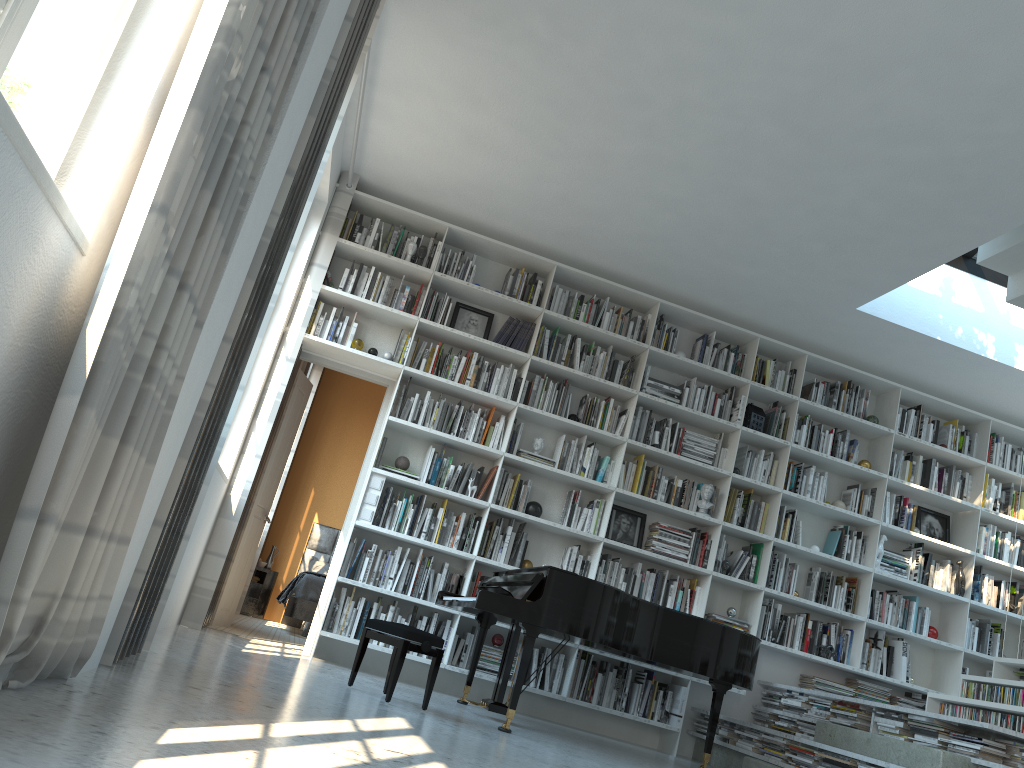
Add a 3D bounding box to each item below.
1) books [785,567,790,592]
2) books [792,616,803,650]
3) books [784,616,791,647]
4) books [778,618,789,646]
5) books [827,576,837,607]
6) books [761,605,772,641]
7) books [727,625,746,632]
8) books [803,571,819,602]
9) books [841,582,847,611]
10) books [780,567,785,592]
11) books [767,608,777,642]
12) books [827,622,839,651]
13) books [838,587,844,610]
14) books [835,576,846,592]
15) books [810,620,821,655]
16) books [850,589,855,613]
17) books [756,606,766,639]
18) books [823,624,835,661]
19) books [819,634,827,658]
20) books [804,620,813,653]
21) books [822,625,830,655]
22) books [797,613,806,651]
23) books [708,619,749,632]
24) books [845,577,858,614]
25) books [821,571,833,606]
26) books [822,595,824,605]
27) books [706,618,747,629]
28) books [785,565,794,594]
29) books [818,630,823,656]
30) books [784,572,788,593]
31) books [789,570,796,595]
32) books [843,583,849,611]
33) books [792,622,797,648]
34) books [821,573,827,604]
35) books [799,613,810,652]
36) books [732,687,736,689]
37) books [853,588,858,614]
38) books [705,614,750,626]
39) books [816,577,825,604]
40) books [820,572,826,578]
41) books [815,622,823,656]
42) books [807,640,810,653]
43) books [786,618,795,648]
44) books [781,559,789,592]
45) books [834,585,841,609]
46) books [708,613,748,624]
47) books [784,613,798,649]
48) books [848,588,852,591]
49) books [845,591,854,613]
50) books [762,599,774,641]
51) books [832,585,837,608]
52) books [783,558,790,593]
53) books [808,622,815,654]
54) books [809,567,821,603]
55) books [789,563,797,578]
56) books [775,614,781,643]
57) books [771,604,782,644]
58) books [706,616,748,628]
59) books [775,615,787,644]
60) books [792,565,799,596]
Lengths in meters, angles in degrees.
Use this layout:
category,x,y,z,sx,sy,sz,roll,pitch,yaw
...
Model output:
category,x,y,z,sx,sy,sz,roll,pitch,yaw
books,2.030,1.484,6.659,0.008,0.222,0.134,18,-16,-9
books,2.077,1.849,6.570,0.025,0.252,0.182,18,-16,-9
books,1.998,1.837,6.572,0.029,0.234,0.142,18,-16,-9
books,1.980,1.837,6.556,0.011,0.216,0.176,18,-16,-9
books,2.372,1.575,6.696,0.018,0.250,0.184,18,-16,-9
books,1.830,1.759,6.519,0.023,0.261,0.187,18,-16,-9
books,1.544,1.756,6.413,0.254,0.012,0.161,17,-16,-3
books,2.258,1.543,6.697,0.019,0.251,0.130,18,-16,-9
books,2.462,1.617,6.716,0.018,0.229,0.182,18,-16,-9
books,1.980,1.476,6.644,0.013,0.202,0.167,18,-16,-9
books,1.873,1.777,6.528,0.023,0.255,0.178,18,-16,-9
books,2.381,1.932,6.639,0.013,0.293,0.135,18,-16,-9
books,2.434,1.631,6.704,0.019,0.182,0.191,18,-16,-9
books,2.456,1.593,6.721,0.006,0.273,0.173,18,-16,-9
books,2.219,1.891,6.599,0.026,0.261,0.174,18,-16,-9
books,2.536,1.656,6.731,0.013,0.203,0.159,18,-16,-9
books,1.808,1.762,6.534,0.012,0.253,0.161,18,-16,-9
books,2.341,1.930,6.620,0.070,0.265,0.186,18,-16,-9
books,2.276,1.952,6.602,0.025,0.180,0.169,18,-16,-9
books,2.148,1.876,6.580,0.031,0.243,0.185,18,-16,-9
books,2.301,1.927,6.616,0.012,0.248,0.165,18,-16,-9
books,2.118,1.851,6.599,0.012,0.284,0.160,18,-16,-9
books,1.547,1.745,6.415,0.285,0.012,0.160,17,-16,-6
books,2.559,1.615,6.738,0.007,0.294,0.162,18,-16,-9
books,2.359,1.561,6.723,0.007,0.284,0.160,18,-16,-9
books,2.323,1.591,6.721,0.031,0.208,0.122,18,-16,-9
books,1.550,1.734,6.422,0.254,0.012,0.161,17,-16,-4
books,2.045,1.478,6.654,0.015,0.237,0.177,18,-16,-9
books,2.257,1.933,6.608,0.022,0.210,0.136,18,-16,-9
books,2.015,1.501,6.650,0.013,0.178,0.141,18,-16,-9
books,2.056,1.496,6.649,0.014,0.207,0.181,18,-16,-9
books,2.492,1.630,6.735,0.021,0.231,0.155,18,-16,-9
books,2.052,1.861,6.578,0.012,0.220,0.153,18,-16,-9
books,2.315,1.558,6.706,0.008,0.258,0.159,18,-16,-9
books,2.135,1.846,6.581,0.012,0.292,0.175,18,-16,-9
books,1.562,2.046,6.296,0.011,0.211,0.179,18,-16,-9
books,2.576,1.664,6.755,0.009,0.223,0.146,18,-16,-9
books,1.556,1.711,6.427,0.285,0.012,0.160,17,-16,-5
books,2.287,1.566,6.683,0.016,0.215,0.178,18,-16,-9
books,2.305,1.552,6.705,0.015,0.261,0.150,18,-16,-9
books,2.241,1.901,6.610,0.026,0.262,0.170,18,-16,-9
books,2.170,1.891,6.598,0.025,0.237,0.157,18,-16,-9
books,2.023,1.847,6.571,0.024,0.227,0.160,18,-16,-9
books,2.003,1.448,6.644,0.012,0.266,0.183,18,-16,-9
books,2.418,1.621,6.707,0.015,0.194,0.176,18,-16,-9
books,1.560,1.699,6.423,0.254,0.012,0.161,16,-16,-1
books,2.047,1.834,6.577,0.014,0.267,0.172,18,-16,-9
books,2.521,1.653,6.738,0.016,0.204,0.142,18,-16,-9
books,2.509,1.653,6.706,0.016,0.180,0.189,18,-16,-9
books,1.852,1.740,6.530,0.010,0.315,0.187,18,-16,-9
books,2.381,1.612,6.689,0.018,0.181,0.182,18,-16,-9
books,2.020,1.449,6.664,0.006,0.284,0.160,18,-16,-9
books,2.191,1.897,6.608,0.021,0.242,0.131,18,-16,-9
books,2.276,1.533,6.717,0.016,0.289,0.132,18,-16,-9
books,2.075,1.477,6.663,0.014,0.260,0.142,18,-16,-9
books,1.918,1.784,6.546,0.010,0.276,0.174,18,-16,-9
books,1.903,1.767,6.536,0.030,0.293,0.189,18,-16,-9
books,1.554,1.720,6.415,0.254,0.012,0.161,18,-17,-9
books,1.946,1.818,6.551,0.065,0.230,0.162,18,-16,-9
books,2.086,1.486,6.665,0.013,0.250,0.173,18,-16,-9
